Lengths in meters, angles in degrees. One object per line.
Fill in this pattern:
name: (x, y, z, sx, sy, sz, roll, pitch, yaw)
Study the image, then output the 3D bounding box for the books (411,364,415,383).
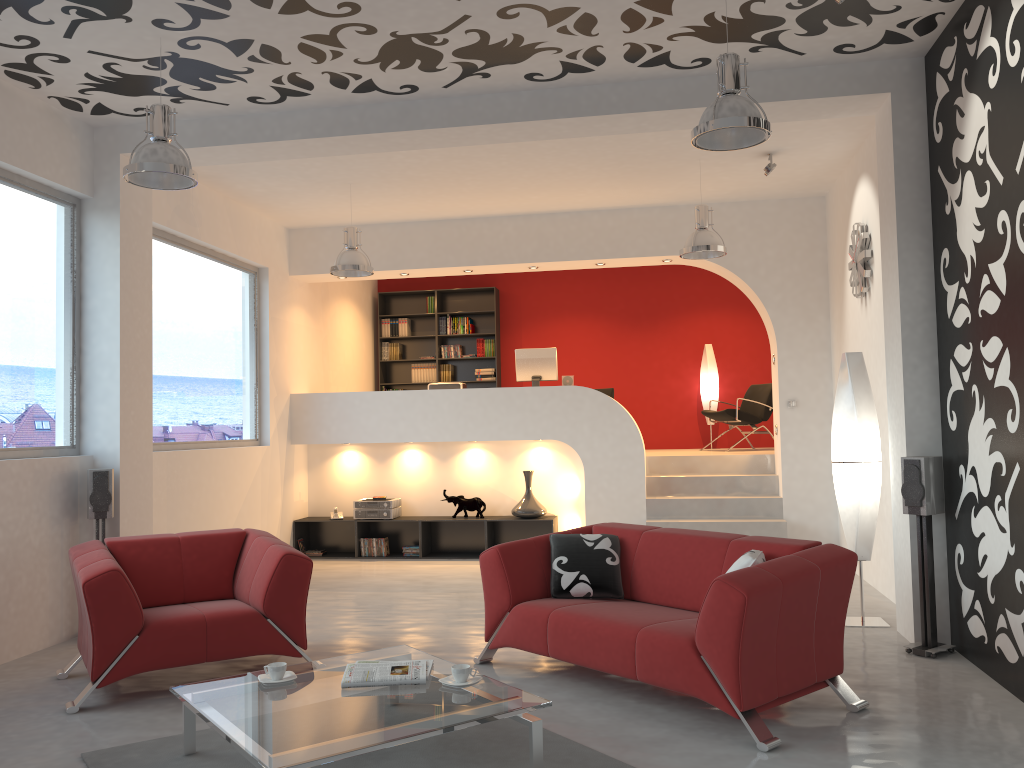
books: (-1.331, -0.138, 12.162, 0.040, 0.260, 0.200, -2, -3, 10)

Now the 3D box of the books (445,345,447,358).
books: (-0.888, -0.431, 12.120, 0.031, 0.190, 0.135, -2, -3, 10)

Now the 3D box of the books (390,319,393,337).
books: (-1.635, -0.761, 12.242, 0.040, 0.260, 0.200, -2, -3, 10)

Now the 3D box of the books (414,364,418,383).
books: (-1.291, -0.139, 12.155, 0.040, 0.260, 0.200, -2, -3, 10)

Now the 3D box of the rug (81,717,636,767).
rug: (-0.612, 1.511, 3.493, 1.700, 0.025, 1.700, 1, -3, -35)

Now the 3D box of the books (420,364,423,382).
books: (-1.212, -0.142, 12.142, 0.040, 0.260, 0.200, -2, -3, 10)

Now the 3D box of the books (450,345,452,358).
books: (-0.814, -0.433, 12.108, 0.031, 0.190, 0.135, -2, -3, 10)

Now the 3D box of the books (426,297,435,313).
books: (-1.080, -1.068, 12.173, 0.146, 0.240, 0.170, -2, -3, 10)

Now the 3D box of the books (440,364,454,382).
books: (-0.885, -0.141, 12.098, 0.146, 0.240, 0.170, -2, -3, 10)

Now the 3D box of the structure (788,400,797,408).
structure: (2.697, 0.191, 8.536, 0.080, 0.080, 0.016, -2, -3, 10)

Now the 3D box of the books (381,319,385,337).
books: (-1.755, -0.757, 12.262, 0.040, 0.260, 0.200, -2, -3, 10)

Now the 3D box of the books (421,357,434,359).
books: (-1.143, -0.351, 12.160, 0.190, 0.015, 0.135, -2, -3, 10)

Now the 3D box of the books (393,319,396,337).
books: (-1.595, -0.762, 12.235, 0.040, 0.260, 0.200, -2, -3, 10)

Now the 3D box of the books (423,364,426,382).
books: (-1.172, -0.143, 12.135, 0.040, 0.260, 0.200, -2, -3, 10)

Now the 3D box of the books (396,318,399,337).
books: (-1.555, -0.763, 12.228, 0.040, 0.260, 0.200, -2, -3, 10)

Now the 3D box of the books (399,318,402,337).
books: (-1.515, -0.764, 12.221, 0.040, 0.260, 0.200, -2, -3, 10)

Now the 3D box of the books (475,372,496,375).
books: (-0.354, -0.138, 11.979, 0.260, 0.040, 0.200, -2, -3, 9)

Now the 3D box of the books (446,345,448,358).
books: (-0.873, -0.432, 12.118, 0.031, 0.190, 0.135, -2, -3, 10)

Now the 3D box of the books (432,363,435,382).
books: (-1.051, -0.146, 12.115, 0.040, 0.260, 0.200, -2, -3, 10)

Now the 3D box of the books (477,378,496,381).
books: (-0.329, -0.059, 11.976, 0.260, 0.040, 0.200, -2, -3, 11)

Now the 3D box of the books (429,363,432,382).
books: (-1.091, -0.145, 12.121, 0.040, 0.260, 0.200, -2, -3, 10)

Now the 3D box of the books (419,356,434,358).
books: (-1.162, -0.365, 12.164, 0.190, 0.015, 0.135, -2, -3, 10)

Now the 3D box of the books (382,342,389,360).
books: (-1.724, -0.439, 12.254, 0.090, 0.256, 0.181, -2, -3, 10)

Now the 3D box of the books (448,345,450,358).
books: (-0.844, -0.432, 12.113, 0.031, 0.190, 0.135, -2, -3, 10)

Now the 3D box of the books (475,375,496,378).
books: (-0.348, -0.098, 11.977, 0.260, 0.040, 0.200, -2, -3, 10)

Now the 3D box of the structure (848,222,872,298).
structure: (2.752, -0.981, 7.049, 0.090, 0.596, 0.596, -2, -3, 10)

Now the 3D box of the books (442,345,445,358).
books: (-0.918, -0.430, 12.125, 0.031, 0.190, 0.135, -2, -3, 10)

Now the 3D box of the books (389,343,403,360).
books: (-1.605, -0.435, 12.233, 0.146, 0.240, 0.170, -2, -3, 10)

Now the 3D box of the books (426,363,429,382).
books: (-1.132, -0.144, 12.128, 0.040, 0.260, 0.200, -2, -3, 10)

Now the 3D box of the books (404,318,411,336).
books: (-1.435, -0.767, 12.208, 0.040, 0.260, 0.200, -2, -3, 10)

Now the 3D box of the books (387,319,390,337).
books: (-1.675, -0.760, 12.248, 0.040, 0.260, 0.200, -2, -3, 10)

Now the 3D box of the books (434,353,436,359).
books: (-1.022, -0.425, 12.143, 0.063, 0.187, 0.135, -2, -3, 10)

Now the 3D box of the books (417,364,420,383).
books: (-1.251, -0.140, 12.148, 0.040, 0.260, 0.200, -2, -3, 10)

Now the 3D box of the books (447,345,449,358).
books: (-0.859, -0.432, 12.115, 0.031, 0.190, 0.135, -2, -3, 10)

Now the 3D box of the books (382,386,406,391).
books: (-1.592, 0.172, 12.180, 0.341, 0.286, 0.231, -2, -3, 10)

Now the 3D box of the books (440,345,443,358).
books: (-0.947, -0.429, 12.130, 0.031, 0.190, 0.135, -2, -3, 10)

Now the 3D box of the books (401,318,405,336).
books: (-1.475, -0.766, 12.215, 0.040, 0.260, 0.200, -2, -3, 10)

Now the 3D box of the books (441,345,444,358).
books: (-0.933, -0.430, 12.128, 0.031, 0.190, 0.135, -2, -3, 10)

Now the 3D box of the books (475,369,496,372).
books: (-0.346, -0.179, 11.971, 0.260, 0.040, 0.200, -2, -3, 10)

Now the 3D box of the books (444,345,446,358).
books: (-0.903, -0.431, 12.123, 0.031, 0.190, 0.135, -2, -3, 10)

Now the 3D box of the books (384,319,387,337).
books: (-1.715, -0.759, 12.255, 0.040, 0.260, 0.200, -2, -3, 10)
